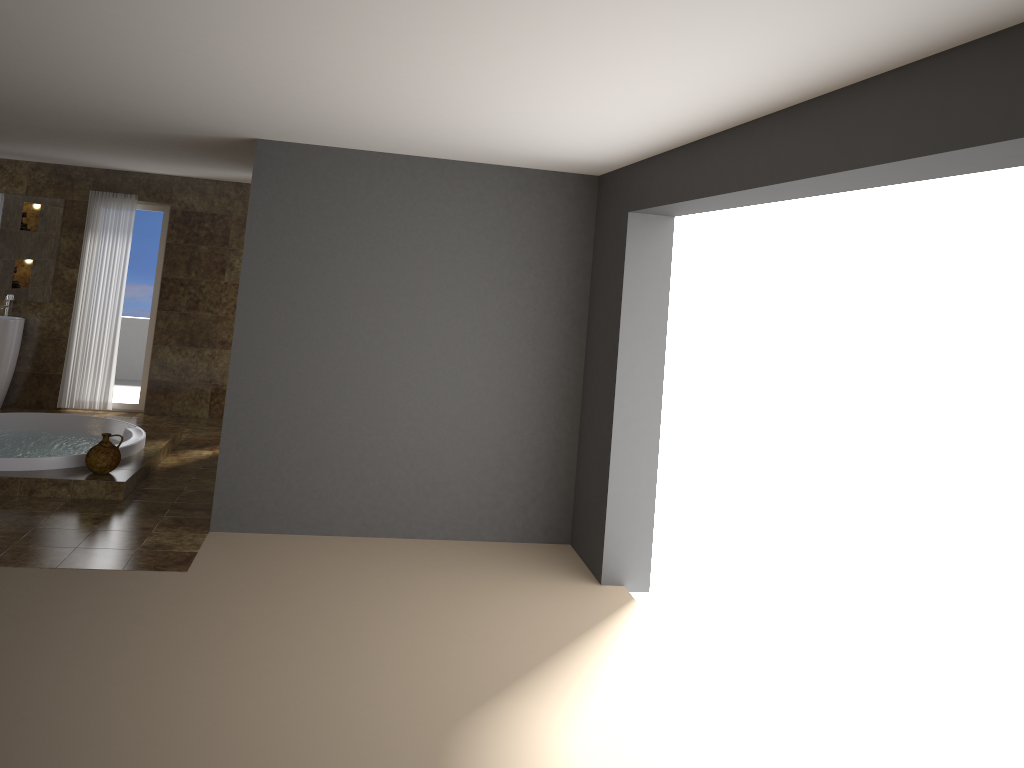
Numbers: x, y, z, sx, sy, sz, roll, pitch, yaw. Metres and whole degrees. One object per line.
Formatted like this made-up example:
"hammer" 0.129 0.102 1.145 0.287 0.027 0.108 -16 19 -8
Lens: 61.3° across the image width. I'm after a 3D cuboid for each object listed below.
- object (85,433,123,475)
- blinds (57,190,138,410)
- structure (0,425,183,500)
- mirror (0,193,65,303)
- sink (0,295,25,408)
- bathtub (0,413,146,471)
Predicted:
"object" -2.881 0.489 6.103 0.227 0.277 0.231 5 -1 -38
"blinds" -4.268 -0.873 8.936 0.517 2.280 0.066 6 -6 -10
"structure" -3.809 0.530 6.727 1.997 0.124 2.015 4 7 -10
"mirror" -5.078 -1.402 8.872 0.765 1.099 0.008 5 -6 -9
"sink" -5.129 -0.314 8.542 0.458 1.144 0.432 5 -4 -7
"bathtub" -3.810 0.523 6.726 1.762 0.525 1.741 7 6 21
